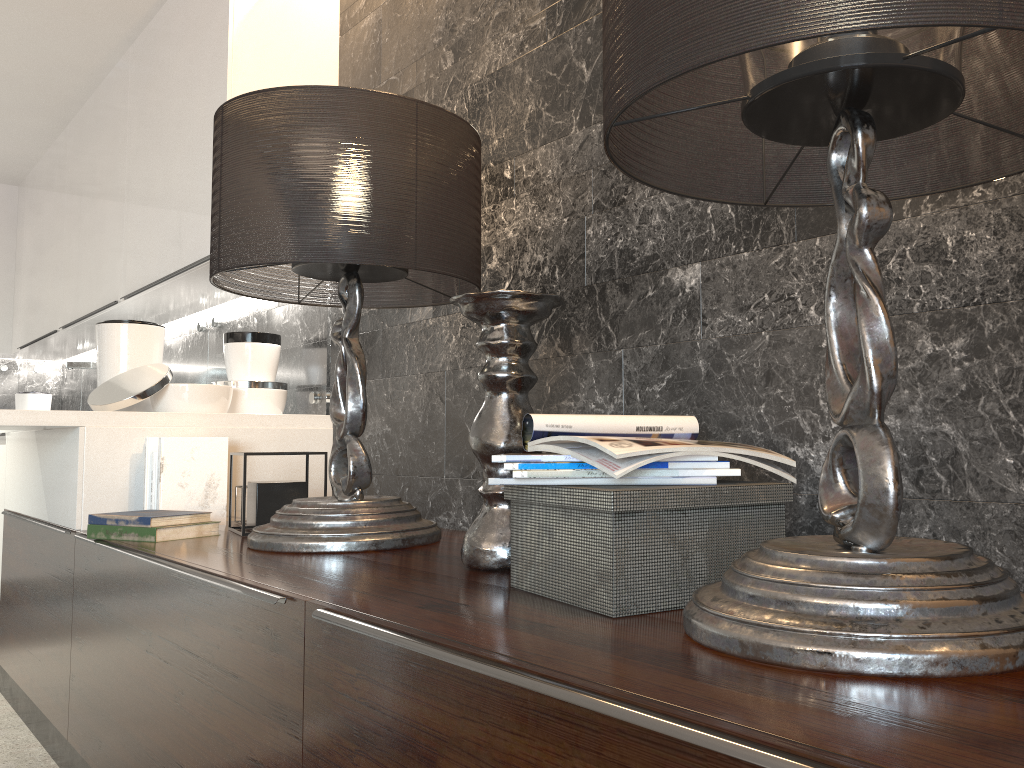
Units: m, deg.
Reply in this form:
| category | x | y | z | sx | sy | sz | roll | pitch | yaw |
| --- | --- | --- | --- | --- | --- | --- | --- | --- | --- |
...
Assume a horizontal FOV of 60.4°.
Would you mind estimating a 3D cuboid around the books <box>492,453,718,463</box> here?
| category | x | y | z | sx | sy | sz | roll | pitch | yaw |
| --- | --- | --- | --- | --- | --- | --- | --- | --- | --- |
| books | 0.144 | 0.113 | 1.364 | 0.318 | 0.011 | 0.253 | -1 | -4 | 2 |

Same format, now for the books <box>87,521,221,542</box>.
| category | x | y | z | sx | sy | sz | roll | pitch | yaw |
| --- | --- | --- | --- | --- | --- | --- | --- | --- | --- |
| books | -0.867 | 0.354 | 2.135 | 0.232 | 0.034 | 0.188 | -3 | -4 | 28 |

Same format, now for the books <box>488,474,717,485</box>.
| category | x | y | z | sx | sy | sz | roll | pitch | yaw |
| --- | --- | --- | --- | --- | --- | --- | --- | --- | --- |
| books | 0.148 | 0.144 | 1.348 | 0.315 | 0.011 | 0.255 | -1 | -4 | 7 |

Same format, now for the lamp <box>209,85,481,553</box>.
| category | x | y | z | sx | sy | sz | roll | pitch | yaw |
| --- | --- | --- | --- | --- | --- | --- | --- | --- | --- |
| lamp | -0.370 | -0.111 | 2.012 | 0.560 | 0.934 | 0.624 | -4 | -6 | 41 |

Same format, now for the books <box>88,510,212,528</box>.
| category | x | y | z | sx | sy | sz | roll | pitch | yaw |
| --- | --- | --- | --- | --- | --- | --- | --- | --- | --- |
| books | -0.877 | 0.325 | 2.136 | 0.217 | 0.024 | 0.174 | -3 | -5 | 29 |

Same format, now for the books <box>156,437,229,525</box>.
| category | x | y | z | sx | sy | sz | roll | pitch | yaw |
| --- | --- | --- | --- | --- | --- | --- | --- | --- | --- |
| books | -0.871 | 0.267 | 2.401 | 0.185 | 0.243 | 0.022 | 3 | -6 | -39 |

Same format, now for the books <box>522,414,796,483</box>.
| category | x | y | z | sx | sy | sz | roll | pitch | yaw |
| --- | --- | --- | --- | --- | --- | --- | --- | --- | --- |
| books | 0.218 | 0.098 | 1.342 | 0.338 | 0.109 | 0.260 | 2 | -5 | -29 |

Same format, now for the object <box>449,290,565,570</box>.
| category | x | y | z | sx | sy | sz | roll | pitch | yaw |
| --- | --- | --- | --- | --- | --- | --- | --- | --- | --- |
| object | -0.009 | 0.085 | 1.595 | 0.205 | 0.486 | 0.211 | -1 | -4 | 9 |

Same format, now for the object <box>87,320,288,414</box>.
| category | x | y | z | sx | sy | sz | roll | pitch | yaw |
| --- | --- | --- | --- | --- | --- | --- | --- | --- | --- |
| object | -0.982 | -0.053 | 2.734 | 0.602 | 0.298 | 0.395 | 2 | -5 | -27 |

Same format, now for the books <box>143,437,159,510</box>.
| category | x | y | z | sx | sy | sz | roll | pitch | yaw |
| --- | --- | --- | --- | --- | --- | --- | --- | --- | --- |
| books | -0.916 | 0.269 | 2.420 | 0.184 | 0.244 | 0.018 | 3 | -6 | -39 |

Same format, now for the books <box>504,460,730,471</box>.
| category | x | y | z | sx | sy | sz | roll | pitch | yaw |
| --- | --- | --- | --- | --- | --- | --- | --- | --- | --- |
| books | 0.150 | 0.123 | 1.359 | 0.321 | 0.011 | 0.250 | 0 | -4 | -3 |

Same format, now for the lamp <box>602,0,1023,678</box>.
| category | x | y | z | sx | sy | sz | roll | pitch | yaw |
| --- | --- | --- | --- | --- | --- | --- | --- | --- | --- |
| lamp | 0.405 | -0.183 | 1.044 | 0.608 | 0.934 | 0.577 | 1 | -4 | -13 |

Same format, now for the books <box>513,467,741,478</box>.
| category | x | y | z | sx | sy | sz | roll | pitch | yaw |
| --- | --- | --- | --- | --- | --- | --- | --- | --- | --- |
| books | 0.163 | 0.133 | 1.345 | 0.321 | 0.011 | 0.250 | 0 | -4 | -3 |

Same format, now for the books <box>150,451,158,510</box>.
| category | x | y | z | sx | sy | sz | roll | pitch | yaw |
| --- | --- | --- | --- | --- | --- | --- | --- | --- | --- |
| books | -0.901 | 0.286 | 2.403 | 0.163 | 0.205 | 0.019 | 3 | -6 | -39 |

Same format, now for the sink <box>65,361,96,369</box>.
| category | x | y | z | sx | sy | sz | roll | pitch | yaw |
| --- | --- | --- | --- | --- | --- | --- | --- | --- | --- |
| sink | -1.823 | 0.152 | 3.767 | 0.537 | 0.521 | 1.090 | 3 | -5 | -39 |

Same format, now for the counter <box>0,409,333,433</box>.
| category | x | y | z | sx | sy | sz | roll | pitch | yaw |
| --- | --- | --- | --- | --- | --- | --- | --- | --- | --- |
| counter | -2.853 | 0.177 | 3.382 | 2.839 | 0.041 | 3.811 | 3 | -5 | -39 |

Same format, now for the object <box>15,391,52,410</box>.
| category | x | y | z | sx | sy | sz | roll | pitch | yaw |
| --- | --- | --- | --- | --- | --- | --- | --- | --- | --- |
| object | -2.978 | 0.170 | 5.283 | 0.372 | 0.234 | 0.524 | 2 | -5 | -29 |

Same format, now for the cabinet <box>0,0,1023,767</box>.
| category | x | y | z | sx | sy | sz | roll | pitch | yaw |
| --- | --- | --- | --- | --- | --- | --- | --- | --- | --- |
| cabinet | -2.716 | -0.208 | 1.750 | 4.691 | 2.502 | 6.544 | 3 | -5 | -39 |
